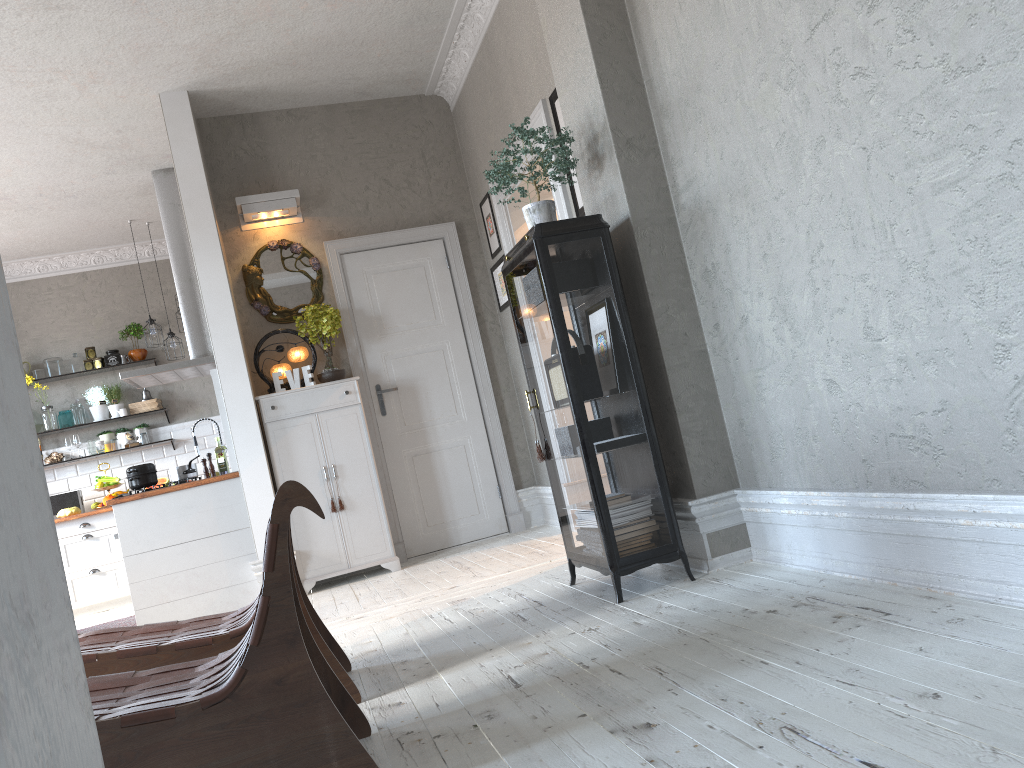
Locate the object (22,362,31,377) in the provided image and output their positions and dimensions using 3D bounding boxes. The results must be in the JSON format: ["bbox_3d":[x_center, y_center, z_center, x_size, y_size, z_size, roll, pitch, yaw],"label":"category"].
[{"bbox_3d":[-4.555,-0.104,8.153,0.191,0.216,0.173,-13,-3,-2],"label":"object"}]

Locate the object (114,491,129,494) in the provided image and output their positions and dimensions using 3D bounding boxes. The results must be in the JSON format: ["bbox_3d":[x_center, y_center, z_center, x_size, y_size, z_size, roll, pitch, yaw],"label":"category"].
[{"bbox_3d":[-3.604,1.010,8.181,0.129,0.056,0.059,-12,-3,-24],"label":"object"}]

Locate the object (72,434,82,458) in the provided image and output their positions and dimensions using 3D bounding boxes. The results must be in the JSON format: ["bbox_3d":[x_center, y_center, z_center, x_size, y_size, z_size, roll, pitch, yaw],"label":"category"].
[{"bbox_3d":[-4.021,0.577,8.203,0.083,0.216,0.080,-11,-3,-30],"label":"object"}]

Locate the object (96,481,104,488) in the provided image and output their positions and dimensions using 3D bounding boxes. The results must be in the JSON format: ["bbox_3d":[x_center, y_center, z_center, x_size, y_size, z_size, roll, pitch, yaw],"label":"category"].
[{"bbox_3d":[-3.746,0.921,8.054,0.059,0.069,0.079,-13,-3,4],"label":"object"}]

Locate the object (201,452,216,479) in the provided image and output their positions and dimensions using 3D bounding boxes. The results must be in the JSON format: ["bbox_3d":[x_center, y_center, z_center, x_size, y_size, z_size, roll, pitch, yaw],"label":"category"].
[{"bbox_3d":[-1.944,0.519,5.661,0.074,0.166,0.035,-12,-3,-16],"label":"object"}]

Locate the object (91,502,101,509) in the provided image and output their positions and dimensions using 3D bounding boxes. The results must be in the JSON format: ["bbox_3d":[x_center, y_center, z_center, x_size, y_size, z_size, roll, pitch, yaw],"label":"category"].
[{"bbox_3d":[-3.788,1.113,8.113,0.076,0.072,0.153,-14,-3,14],"label":"object"}]

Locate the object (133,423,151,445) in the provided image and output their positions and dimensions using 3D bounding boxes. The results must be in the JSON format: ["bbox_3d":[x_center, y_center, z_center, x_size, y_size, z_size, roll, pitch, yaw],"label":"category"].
[{"bbox_3d":[-3.535,0.485,8.488,0.161,0.213,0.151,-12,-3,-18],"label":"object"}]

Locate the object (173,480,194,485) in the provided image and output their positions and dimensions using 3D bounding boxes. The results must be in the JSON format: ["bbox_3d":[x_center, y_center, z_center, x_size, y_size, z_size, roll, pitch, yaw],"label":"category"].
[{"bbox_3d":[-2.982,0.915,8.116,0.228,0.127,0.146,-11,-3,-33],"label":"object"}]

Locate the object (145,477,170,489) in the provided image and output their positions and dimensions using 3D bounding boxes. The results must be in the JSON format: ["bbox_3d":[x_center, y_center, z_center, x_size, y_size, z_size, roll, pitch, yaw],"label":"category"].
[{"bbox_3d":[-3.243,0.949,8.090,0.235,0.174,0.218,-13,-3,6],"label":"object"}]

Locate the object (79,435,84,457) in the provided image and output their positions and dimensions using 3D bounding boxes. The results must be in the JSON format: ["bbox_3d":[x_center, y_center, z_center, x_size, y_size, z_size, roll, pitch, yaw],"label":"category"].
[{"bbox_3d":[-4.044,0.587,8.287,0.083,0.216,0.080,-11,-3,-30],"label":"object"}]

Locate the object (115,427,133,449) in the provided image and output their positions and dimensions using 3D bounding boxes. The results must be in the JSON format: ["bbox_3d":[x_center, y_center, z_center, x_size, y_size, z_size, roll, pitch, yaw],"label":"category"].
[{"bbox_3d":[-3.690,0.516,8.432,0.172,0.214,0.149,-14,-3,14],"label":"object"}]

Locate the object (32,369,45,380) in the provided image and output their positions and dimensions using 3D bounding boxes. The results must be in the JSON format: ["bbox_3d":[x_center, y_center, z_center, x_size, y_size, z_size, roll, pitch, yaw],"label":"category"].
[{"bbox_3d":[-4.405,-0.079,8.253,0.104,0.111,0.102,-12,-3,-16],"label":"object"}]

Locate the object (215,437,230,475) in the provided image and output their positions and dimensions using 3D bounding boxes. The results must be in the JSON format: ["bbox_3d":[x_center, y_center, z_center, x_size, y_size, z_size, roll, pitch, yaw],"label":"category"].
[{"bbox_3d":[-2.021,0.509,6.190,0.090,0.282,0.081,-12,-3,-16],"label":"object"}]

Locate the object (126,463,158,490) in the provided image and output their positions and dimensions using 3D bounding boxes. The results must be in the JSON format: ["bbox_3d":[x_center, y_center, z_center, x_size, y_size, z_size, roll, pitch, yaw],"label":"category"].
[{"bbox_3d":[-2.348,0.588,5.624,0.194,0.147,0.189,-11,-4,-36],"label":"object"}]

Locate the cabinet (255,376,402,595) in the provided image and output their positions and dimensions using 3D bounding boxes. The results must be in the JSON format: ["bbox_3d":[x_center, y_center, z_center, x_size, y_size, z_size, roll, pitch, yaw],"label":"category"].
[{"bbox_3d":[-1.213,0.664,5.847,0.674,1.296,0.379,-12,-3,-16],"label":"cabinet"}]

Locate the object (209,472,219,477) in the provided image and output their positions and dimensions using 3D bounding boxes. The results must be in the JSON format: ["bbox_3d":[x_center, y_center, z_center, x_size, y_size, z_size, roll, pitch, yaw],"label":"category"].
[{"bbox_3d":[-2.788,0.884,8.304,0.129,0.119,0.208,-15,-4,37],"label":"object"}]

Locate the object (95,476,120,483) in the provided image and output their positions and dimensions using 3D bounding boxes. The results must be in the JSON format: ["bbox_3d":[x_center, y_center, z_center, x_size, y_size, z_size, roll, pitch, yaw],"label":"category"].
[{"bbox_3d":[-3.706,0.871,8.116,0.212,0.101,0.066,-12,-3,-10],"label":"object"}]

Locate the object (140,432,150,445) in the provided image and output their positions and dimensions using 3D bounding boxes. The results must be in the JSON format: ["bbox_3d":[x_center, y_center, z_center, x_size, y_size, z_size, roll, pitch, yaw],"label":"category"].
[{"bbox_3d":[-3.480,0.517,8.382,0.079,0.108,0.076,-12,-3,-22],"label":"object"}]

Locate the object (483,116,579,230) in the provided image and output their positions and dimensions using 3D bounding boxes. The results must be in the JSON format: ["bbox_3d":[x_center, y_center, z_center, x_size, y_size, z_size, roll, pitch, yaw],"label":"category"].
[{"bbox_3d":[0.096,-0.857,3.696,0.414,0.506,0.398,-13,-3,0],"label":"object"}]

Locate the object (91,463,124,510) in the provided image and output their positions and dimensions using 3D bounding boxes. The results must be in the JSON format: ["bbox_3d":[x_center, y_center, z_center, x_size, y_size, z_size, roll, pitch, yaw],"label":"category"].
[{"bbox_3d":[-3.713,0.931,8.134,0.358,0.425,0.345,-11,-3,-31],"label":"object"}]

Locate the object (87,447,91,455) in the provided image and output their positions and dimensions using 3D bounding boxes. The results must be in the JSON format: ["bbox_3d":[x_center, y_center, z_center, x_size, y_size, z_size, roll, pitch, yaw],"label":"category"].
[{"bbox_3d":[-3.947,0.635,8.329,0.078,0.083,0.078,-13,-3,2],"label":"object"}]

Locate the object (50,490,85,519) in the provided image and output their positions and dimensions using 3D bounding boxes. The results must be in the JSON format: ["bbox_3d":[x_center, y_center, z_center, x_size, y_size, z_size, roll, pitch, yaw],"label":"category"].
[{"bbox_3d":[-4.094,1.113,8.043,0.355,0.226,0.087,-12,-3,-17],"label":"object"}]

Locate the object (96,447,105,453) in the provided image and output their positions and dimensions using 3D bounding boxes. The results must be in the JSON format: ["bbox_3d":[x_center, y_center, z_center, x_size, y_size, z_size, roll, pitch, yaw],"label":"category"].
[{"bbox_3d":[-3.822,0.618,8.244,0.078,0.051,0.076,-12,-3,-23],"label":"object"}]

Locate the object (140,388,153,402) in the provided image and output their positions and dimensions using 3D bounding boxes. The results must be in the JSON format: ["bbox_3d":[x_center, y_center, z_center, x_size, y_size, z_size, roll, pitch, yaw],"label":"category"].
[{"bbox_3d":[-3.522,0.025,8.492,0.133,0.287,0.128,-11,-3,-31],"label":"object"}]

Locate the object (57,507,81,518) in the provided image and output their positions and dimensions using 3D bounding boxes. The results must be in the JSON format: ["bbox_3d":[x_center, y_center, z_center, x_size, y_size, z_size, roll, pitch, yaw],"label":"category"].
[{"bbox_3d":[-3.938,1.141,7.875,0.199,0.083,0.187,-12,-3,-15],"label":"object"}]

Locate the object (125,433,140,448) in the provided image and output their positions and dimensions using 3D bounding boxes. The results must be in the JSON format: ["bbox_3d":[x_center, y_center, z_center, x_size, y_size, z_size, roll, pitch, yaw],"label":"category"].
[{"bbox_3d":[-3.591,0.525,8.368,0.098,0.146,0.121,-15,-4,42],"label":"object"}]

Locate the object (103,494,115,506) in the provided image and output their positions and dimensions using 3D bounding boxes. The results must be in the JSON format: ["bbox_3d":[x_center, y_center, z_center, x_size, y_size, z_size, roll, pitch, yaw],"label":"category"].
[{"bbox_3d":[-3.642,1.050,8.013,0.109,0.110,0.115,-15,-4,41],"label":"object"}]

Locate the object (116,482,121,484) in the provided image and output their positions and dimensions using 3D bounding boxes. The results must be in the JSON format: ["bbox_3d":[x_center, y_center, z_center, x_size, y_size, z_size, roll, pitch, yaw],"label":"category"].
[{"bbox_3d":[-3.629,0.922,8.169,0.052,0.050,0.049,-13,-3,-7],"label":"object"}]

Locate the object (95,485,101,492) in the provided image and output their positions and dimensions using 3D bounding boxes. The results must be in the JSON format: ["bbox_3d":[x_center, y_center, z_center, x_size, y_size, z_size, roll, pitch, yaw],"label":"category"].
[{"bbox_3d":[-3.774,0.947,8.121,0.097,0.078,0.099,-11,-3,-29],"label":"object"}]

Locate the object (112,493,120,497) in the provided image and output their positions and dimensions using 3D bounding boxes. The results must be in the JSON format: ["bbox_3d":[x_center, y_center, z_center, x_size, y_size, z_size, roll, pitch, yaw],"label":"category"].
[{"bbox_3d":[-3.624,1.039,8.097,0.088,0.078,0.088,-13,-3,11],"label":"object"}]

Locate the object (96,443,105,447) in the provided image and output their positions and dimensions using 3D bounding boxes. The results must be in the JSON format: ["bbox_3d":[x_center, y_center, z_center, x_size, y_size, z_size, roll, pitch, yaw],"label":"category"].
[{"bbox_3d":[-3.830,0.584,8.245,0.077,0.051,0.077,-13,-3,3],"label":"object"}]

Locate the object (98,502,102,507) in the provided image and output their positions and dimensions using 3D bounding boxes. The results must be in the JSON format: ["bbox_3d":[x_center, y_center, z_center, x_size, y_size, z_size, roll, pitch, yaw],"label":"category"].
[{"bbox_3d":[-3.741,1.104,8.090,0.084,0.057,0.089,-14,-3,16],"label":"object"}]

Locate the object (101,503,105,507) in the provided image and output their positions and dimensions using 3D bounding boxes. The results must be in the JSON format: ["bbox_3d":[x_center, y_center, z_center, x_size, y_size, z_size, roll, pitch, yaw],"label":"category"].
[{"bbox_3d":[-3.728,1.112,8.109,0.071,0.076,0.225,-11,-4,-33],"label":"object"}]

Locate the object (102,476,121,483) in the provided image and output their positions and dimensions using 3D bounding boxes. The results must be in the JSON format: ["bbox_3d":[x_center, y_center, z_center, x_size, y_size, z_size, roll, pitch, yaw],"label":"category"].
[{"bbox_3d":[-3.693,0.882,8.189,0.180,0.096,0.088,-13,-3,4],"label":"object"}]

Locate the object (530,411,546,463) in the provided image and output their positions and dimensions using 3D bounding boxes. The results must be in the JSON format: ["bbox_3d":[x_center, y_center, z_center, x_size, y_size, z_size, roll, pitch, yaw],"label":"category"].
[{"bbox_3d":[0.104,0.228,3.851,0.044,0.233,0.041,-14,-3,31],"label":"object"}]

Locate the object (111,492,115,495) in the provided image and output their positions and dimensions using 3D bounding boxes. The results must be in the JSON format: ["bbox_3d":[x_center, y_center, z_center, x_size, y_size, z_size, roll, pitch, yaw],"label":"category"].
[{"bbox_3d":[-3.684,1.048,8.197,0.086,0.093,0.085,-12,-3,-20],"label":"object"}]

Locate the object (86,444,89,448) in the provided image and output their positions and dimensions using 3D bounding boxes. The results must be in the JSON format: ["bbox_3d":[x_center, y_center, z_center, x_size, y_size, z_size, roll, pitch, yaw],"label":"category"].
[{"bbox_3d":[-3.955,0.602,8.330,0.078,0.083,0.078,-13,-3,2],"label":"object"}]

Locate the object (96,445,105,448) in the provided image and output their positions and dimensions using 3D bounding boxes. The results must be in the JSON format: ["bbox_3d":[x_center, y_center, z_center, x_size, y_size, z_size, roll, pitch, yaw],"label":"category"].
[{"bbox_3d":[-3.826,0.601,8.245,0.078,0.051,0.076,-12,-3,-23],"label":"object"}]

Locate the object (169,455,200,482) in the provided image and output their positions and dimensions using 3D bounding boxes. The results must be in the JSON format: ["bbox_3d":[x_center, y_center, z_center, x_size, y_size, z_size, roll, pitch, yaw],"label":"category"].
[{"bbox_3d":[-2.145,0.565,5.921,0.300,0.134,0.177,-14,-3,18],"label":"object"}]

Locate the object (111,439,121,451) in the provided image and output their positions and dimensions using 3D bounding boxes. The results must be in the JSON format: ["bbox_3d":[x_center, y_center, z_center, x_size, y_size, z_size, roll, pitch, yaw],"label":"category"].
[{"bbox_3d":[-3.732,0.572,8.331,0.079,0.108,0.076,-12,-3,-22],"label":"object"}]

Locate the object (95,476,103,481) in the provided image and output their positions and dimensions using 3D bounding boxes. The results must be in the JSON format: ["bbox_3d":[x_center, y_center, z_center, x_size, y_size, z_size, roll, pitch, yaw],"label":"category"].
[{"bbox_3d":[-3.775,0.864,8.102,0.074,0.058,0.050,-11,-4,-39],"label":"object"}]

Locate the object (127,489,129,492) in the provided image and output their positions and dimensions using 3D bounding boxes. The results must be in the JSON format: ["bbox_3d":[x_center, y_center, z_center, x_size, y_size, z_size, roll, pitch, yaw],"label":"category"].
[{"bbox_3d":[-3.575,1.010,8.181,0.061,0.120,0.126,-13,-3,8],"label":"object"}]

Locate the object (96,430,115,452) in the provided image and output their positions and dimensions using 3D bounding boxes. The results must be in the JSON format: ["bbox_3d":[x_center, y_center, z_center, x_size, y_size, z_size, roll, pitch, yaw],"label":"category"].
[{"bbox_3d":[-3.836,0.543,8.378,0.160,0.216,0.153,-11,-3,-36],"label":"object"}]

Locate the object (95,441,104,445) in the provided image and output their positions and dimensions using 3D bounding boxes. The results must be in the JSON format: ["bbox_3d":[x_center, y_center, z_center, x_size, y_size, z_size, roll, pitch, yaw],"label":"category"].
[{"bbox_3d":[-3.836,0.560,8.246,0.078,0.051,0.076,-11,-3,-30],"label":"object"}]

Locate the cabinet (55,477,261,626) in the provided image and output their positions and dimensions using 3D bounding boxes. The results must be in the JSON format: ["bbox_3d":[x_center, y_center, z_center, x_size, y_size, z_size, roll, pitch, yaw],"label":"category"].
[{"bbox_3d":[-3.114,1.384,6.959,4.121,0.854,2.024,-15,-3,30],"label":"cabinet"}]

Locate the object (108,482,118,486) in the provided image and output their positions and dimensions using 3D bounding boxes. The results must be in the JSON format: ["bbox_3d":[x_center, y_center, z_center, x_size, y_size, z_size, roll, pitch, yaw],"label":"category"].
[{"bbox_3d":[-3.660,0.930,8.128,0.077,0.062,0.098,-10,-4,-43],"label":"object"}]

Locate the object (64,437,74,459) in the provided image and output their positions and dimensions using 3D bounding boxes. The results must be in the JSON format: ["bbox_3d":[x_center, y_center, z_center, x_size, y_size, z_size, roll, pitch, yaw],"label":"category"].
[{"bbox_3d":[-4.127,0.605,8.266,0.083,0.216,0.080,-11,-3,-30],"label":"object"}]

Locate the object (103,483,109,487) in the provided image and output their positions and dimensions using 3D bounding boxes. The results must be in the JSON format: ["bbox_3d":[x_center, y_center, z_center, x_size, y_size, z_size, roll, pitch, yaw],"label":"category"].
[{"bbox_3d":[-3.705,0.936,8.080,0.064,0.061,0.066,-12,-3,-16],"label":"object"}]

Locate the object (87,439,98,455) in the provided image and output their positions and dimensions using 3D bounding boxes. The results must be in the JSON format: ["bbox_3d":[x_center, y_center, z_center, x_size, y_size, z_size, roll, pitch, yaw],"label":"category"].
[{"bbox_3d":[-3.907,0.594,8.267,0.080,0.139,0.077,-10,-4,-43],"label":"object"}]

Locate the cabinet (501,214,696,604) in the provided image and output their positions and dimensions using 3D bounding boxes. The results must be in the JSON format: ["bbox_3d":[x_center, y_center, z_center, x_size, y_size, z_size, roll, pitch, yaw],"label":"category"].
[{"bbox_3d":[0.311,0.107,3.659,0.352,1.471,0.611,-12,-3,-15],"label":"cabinet"}]
